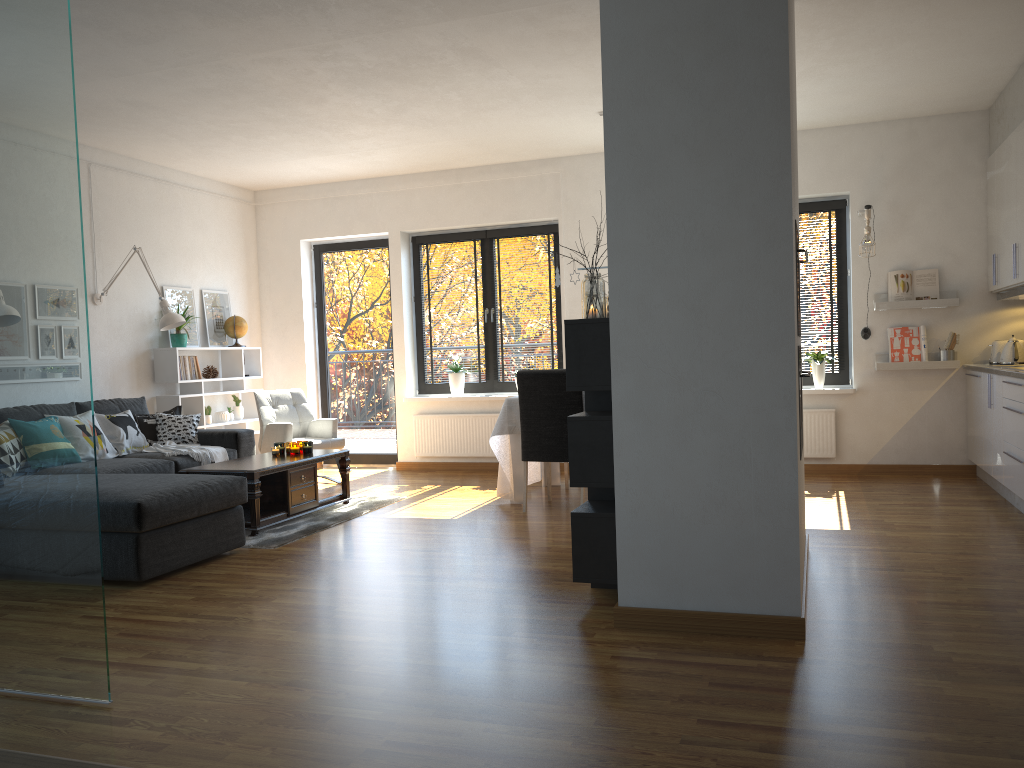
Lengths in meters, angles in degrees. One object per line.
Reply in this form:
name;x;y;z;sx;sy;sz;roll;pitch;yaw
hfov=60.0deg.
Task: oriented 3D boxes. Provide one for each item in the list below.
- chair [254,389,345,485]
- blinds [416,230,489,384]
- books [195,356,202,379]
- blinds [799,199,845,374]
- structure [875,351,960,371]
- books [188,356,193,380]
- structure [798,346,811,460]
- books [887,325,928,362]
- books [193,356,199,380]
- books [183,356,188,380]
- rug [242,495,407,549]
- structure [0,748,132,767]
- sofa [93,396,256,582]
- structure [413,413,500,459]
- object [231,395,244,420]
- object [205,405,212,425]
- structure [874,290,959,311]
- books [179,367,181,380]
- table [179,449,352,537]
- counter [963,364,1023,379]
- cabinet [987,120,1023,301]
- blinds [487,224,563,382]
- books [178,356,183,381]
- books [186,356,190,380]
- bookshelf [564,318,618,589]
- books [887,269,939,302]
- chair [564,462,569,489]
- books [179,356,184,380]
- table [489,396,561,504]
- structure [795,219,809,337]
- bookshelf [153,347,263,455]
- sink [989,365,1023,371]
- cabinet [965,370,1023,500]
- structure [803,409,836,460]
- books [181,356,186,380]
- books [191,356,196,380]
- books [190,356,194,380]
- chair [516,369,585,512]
chair;-1.856;0.465;7.670;0.685;0.832;0.545;0;3;44
blinds;-0.549;-0.716;8.421;0.710;1.423;0.049;-1;3;19
books;-2.774;-0.140;7.708;0.132;0.204;0.070;-1;3;20
blinds;2.415;-0.791;7.399;0.710;1.423;0.049;-1;3;19
structure;3.157;-0.180;6.921;0.594;0.129;0.147;-1;2;19
books;-2.812;-0.135;7.602;0.133;0.209;0.044;-1;3;19
structure;1.267;0.065;3.834;0.052;0.462;0.585;-1;2;19
books;3.099;-0.289;6.947;0.283;0.331;0.138;-1;3;17
books;-2.787;-0.139;7.679;0.128;0.211;0.061;-1;3;20
books;-2.826;-0.134;7.547;0.133;0.210;0.044;-1;3;20
rug;-1.583;0.913;6.121;1.052;0.034;1.812;-1;2;18
structure;0.325;-0.884;1.133;2.685;4.134;4.578;-1;2;18
sofa;-2.389;0.540;5.742;2.163;0.848;2.507;-1;2;19
structure;-0.235;0.502;8.158;1.457;0.460;0.078;-1;3;18
object;-2.559;0.219;8.282;0.098;0.236;0.097;-2;3;6
object;-2.677;0.271;7.769;0.087;0.173;0.088;0;3;35
structure;3.140;-0.652;6.899;0.594;0.129;0.147;-1;2;19
books;-2.857;-0.129;7.465;0.129;0.205;0.043;-1;3;19
table;-1.632;0.711;6.034;0.570;0.409;1.178;-1;2;19
counter;3.110;0.026;4.784;0.622;0.192;4.247;-1;2;19
cabinet;3.143;-1.086;4.709;0.458;1.070;4.232;-1;2;19
blinds;0.134;-0.733;8.185;0.710;1.423;0.049;-1;3;19
books;-2.852;-0.128;7.487;0.136;0.210;0.033;-1;3;20
books;-2.822;-0.134;7.576;0.135;0.208;0.048;-1;3;19
bookshelf;0.541;0.306;4.210;0.237;1.201;1.189;-1;2;19
books;3.132;-0.743;6.917;0.364;0.299;0.109;-1;3;19
chair;0.676;0.329;7.048;0.461;0.961;0.544;-1;3;19
books;-2.845;-0.132;7.502;0.129;0.209;0.035;-1;3;19
table;0.876;0.439;6.504;1.856;0.763;1.234;-1;2;20
structure;1.249;-0.437;3.811;0.052;0.462;0.585;-1;2;19
bookshelf;-2.682;0.274;7.983;0.237;1.201;1.189;-1;2;19
sink;3.321;-0.021;5.463;0.475;0.169;1.420;-1;2;19
cabinet;2.849;0.322;4.891;0.040;0.691;4.220;-1;2;19
structure;1.934;0.446;7.411;1.457;0.460;0.078;-1;3;20
books;-2.838;-0.131;7.523;0.136;0.209;0.044;-1;3;19
books;-2.799;-0.137;7.644;0.133;0.208;0.044;-1;3;19
books;-2.806;-0.134;7.623;0.131;0.204;0.035;-1;3;19
chair;0.356;0.371;6.118;0.461;0.961;0.544;-1;3;24
